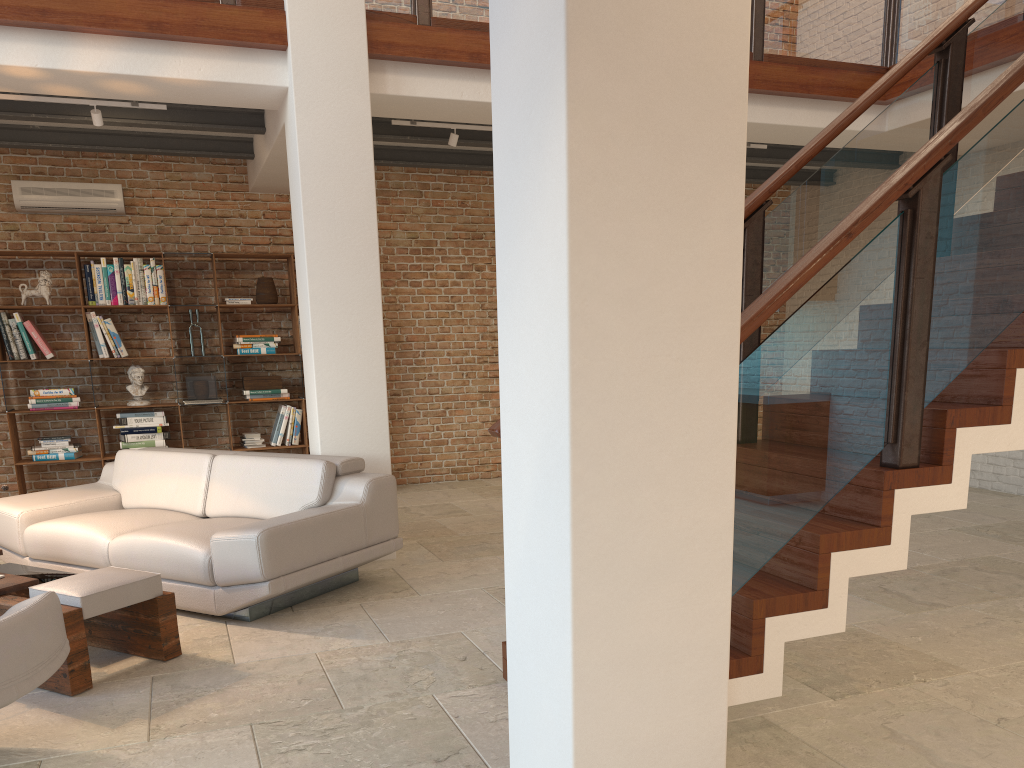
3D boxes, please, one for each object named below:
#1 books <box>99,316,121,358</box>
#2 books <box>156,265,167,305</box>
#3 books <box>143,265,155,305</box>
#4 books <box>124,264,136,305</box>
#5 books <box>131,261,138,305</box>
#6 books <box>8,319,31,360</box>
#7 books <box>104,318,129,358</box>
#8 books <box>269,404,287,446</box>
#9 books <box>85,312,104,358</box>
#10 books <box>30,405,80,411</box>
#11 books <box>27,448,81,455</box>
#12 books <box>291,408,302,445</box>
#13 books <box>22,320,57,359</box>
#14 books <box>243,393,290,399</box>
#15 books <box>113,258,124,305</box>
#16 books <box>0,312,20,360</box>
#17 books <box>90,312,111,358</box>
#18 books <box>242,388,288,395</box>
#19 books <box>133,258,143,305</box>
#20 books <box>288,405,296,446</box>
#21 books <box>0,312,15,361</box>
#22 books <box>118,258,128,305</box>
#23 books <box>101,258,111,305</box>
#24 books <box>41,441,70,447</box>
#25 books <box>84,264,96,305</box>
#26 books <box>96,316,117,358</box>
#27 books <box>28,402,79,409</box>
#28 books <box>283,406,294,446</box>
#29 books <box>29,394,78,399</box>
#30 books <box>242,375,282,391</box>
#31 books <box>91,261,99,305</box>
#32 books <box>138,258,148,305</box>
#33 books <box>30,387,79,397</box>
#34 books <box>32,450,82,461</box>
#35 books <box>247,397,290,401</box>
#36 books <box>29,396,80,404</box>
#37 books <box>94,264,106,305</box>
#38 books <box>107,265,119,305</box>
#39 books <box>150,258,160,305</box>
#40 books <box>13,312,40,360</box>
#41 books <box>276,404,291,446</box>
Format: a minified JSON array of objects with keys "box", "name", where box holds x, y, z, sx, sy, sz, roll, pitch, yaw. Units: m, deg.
[{"box":[-3.413,-0.398,7.415,0.124,0.359,0.265,-6,10,-21],"name":"books"},{"box":[-3.008,-0.838,7.483,0.055,0.339,0.248,-6,10,-21],"name":"books"},{"box":[-3.090,-0.834,7.429,0.055,0.339,0.248,-6,10,-21],"name":"books"},{"box":[-3.227,-0.828,7.369,0.055,0.339,0.248,-6,10,-21],"name":"books"},{"box":[-3.197,-0.844,7.392,0.020,0.369,0.265,-6,10,-21],"name":"books"},{"box":[-4.059,-0.366,7.196,0.102,0.344,0.248,-6,10,-21],"name":"books"},{"box":[-3.363,-0.390,7.420,0.157,0.339,0.248,-6,10,-21],"name":"books"},{"box":[-2.166,0.379,8.056,0.162,0.383,0.238,-6,11,-21],"name":"books"},{"box":[-3.521,-0.411,7.376,0.101,0.395,0.238,-6,11,-21],"name":"books"},{"box":[-3.851,0.201,7.361,0.354,0.021,0.266,-2,3,-21],"name":"books"},{"box":[-3.895,0.562,7.427,0.378,0.037,0.239,-2,3,-21],"name":"books"},{"box":[-2.010,0.391,8.097,0.115,0.343,0.248,-6,10,-21],"name":"books"},{"box":[-3.918,-0.364,7.242,0.194,0.328,0.248,-5,10,-21],"name":"books"},{"box":[-2.250,0.104,7.968,0.377,0.037,0.240,-3,3,-25],"name":"books"},{"box":[-3.308,-0.852,7.338,0.036,0.395,0.238,-6,11,-21],"name":"books"},{"box":[-4.101,-0.389,7.156,0.091,0.396,0.238,-6,11,-21],"name":"books"},{"box":[-3.477,-0.411,7.368,0.103,0.395,0.238,-6,11,-21],"name":"books"},{"box":[-2.252,0.069,7.924,0.378,0.037,0.239,-3,3,-22],"name":"books"},{"box":[-3.175,-0.859,7.412,0.036,0.395,0.238,-6,11,-21],"name":"books"},{"box":[-2.056,0.384,8.094,0.097,0.365,0.265,-6,10,-21],"name":"books"},{"box":[-4.133,-0.387,7.136,0.091,0.396,0.238,-6,11,-21],"name":"books"},{"box":[-3.277,-0.854,7.360,0.036,0.395,0.238,-6,11,-21],"name":"books"},{"box":[-3.398,-0.849,7.311,0.036,0.395,0.238,-6,11,-21],"name":"books"},{"box":[-3.888,0.507,7.432,0.205,0.035,0.130,-3,3,-21],"name":"books"},{"box":[-3.519,-0.817,7.288,0.055,0.339,0.248,-6,10,-21],"name":"books"},{"box":[-3.430,-0.396,7.399,0.124,0.359,0.265,-6,10,-21],"name":"books"},{"box":[-3.858,0.172,7.346,0.377,0.037,0.240,-3,3,-25],"name":"books"},{"box":[-2.073,0.383,8.077,0.097,0.365,0.265,-6,10,-21],"name":"books"},{"box":[-3.856,0.106,7.346,0.354,0.021,0.267,-3,3,-22],"name":"books"},{"box":[-2.267,-0.010,7.911,0.334,0.122,0.208,-3,5,-21],"name":"books"},{"box":[-3.482,-0.832,7.297,0.020,0.369,0.265,-6,10,-21],"name":"books"},{"box":[-3.136,-0.860,7.412,0.036,0.395,0.238,-6,11,-21],"name":"books"},{"box":[-3.849,0.067,7.339,0.325,0.057,0.249,-2,3,-18],"name":"books"},{"box":[-3.871,0.609,7.437,0.326,0.057,0.249,-2,3,-11],"name":"books"},{"box":[-2.231,0.133,7.966,0.354,0.021,0.267,-3,3,-22],"name":"books"},{"box":[-3.846,0.135,7.335,0.377,0.037,0.240,-3,3,-27],"name":"books"},{"box":[-3.439,-0.819,7.297,0.055,0.339,0.248,-6,10,-21],"name":"books"},{"box":[-3.359,-0.823,7.347,0.055,0.339,0.248,-6,10,-21],"name":"books"},{"box":[-3.048,-0.864,7.445,0.036,0.395,0.238,-6,11,-21],"name":"books"},{"box":[-3.997,-0.391,7.182,0.120,0.392,0.238,-6,11,-21],"name":"books"},{"box":[-2.119,0.377,8.048,0.160,0.384,0.238,-6,11,-21],"name":"books"}]
